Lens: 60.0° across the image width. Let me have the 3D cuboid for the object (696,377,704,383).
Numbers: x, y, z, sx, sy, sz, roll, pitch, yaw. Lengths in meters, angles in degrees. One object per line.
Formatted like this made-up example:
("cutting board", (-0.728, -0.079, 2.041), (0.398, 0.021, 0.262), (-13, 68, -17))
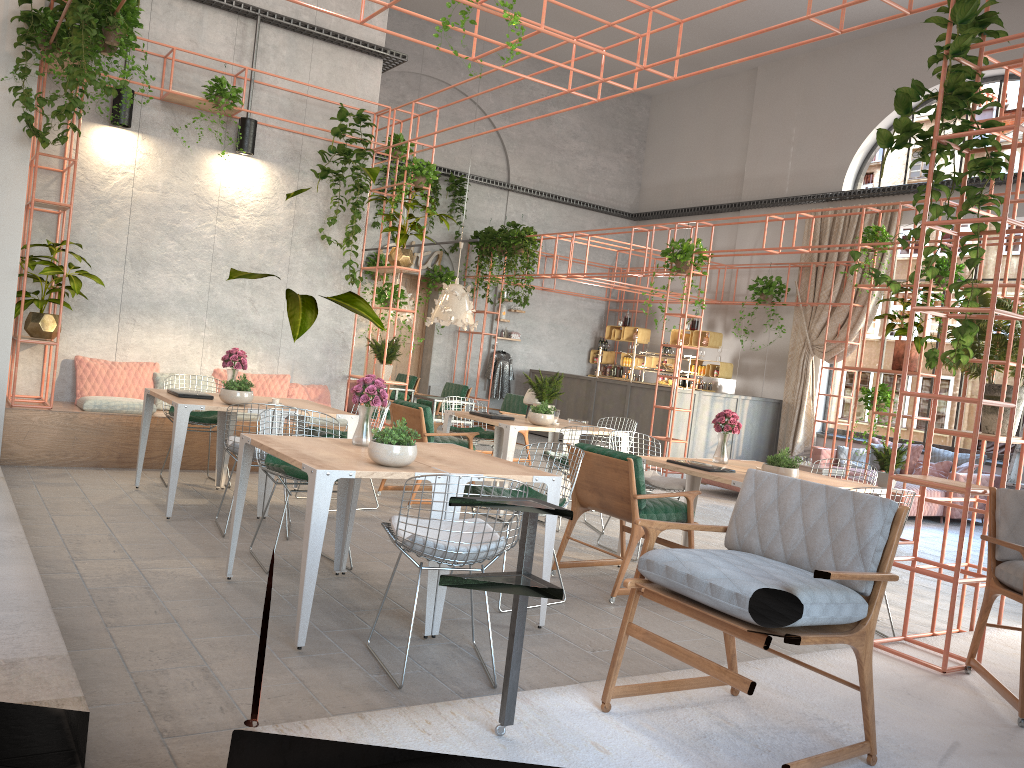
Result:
("object", (3.399, -0.068, 16.031), (0.115, 0.107, 0.115), (7, 2, 23))

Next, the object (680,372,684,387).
("object", (3.132, -0.097, 16.319), (0.066, 0.291, 0.066), (8, 2, 41))

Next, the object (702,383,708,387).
("object", (3.470, 0.046, 16.014), (0.115, 0.107, 0.115), (6, 2, -27))

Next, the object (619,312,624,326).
("object", (2.260, -1.315, 18.131), (0.134, 0.301, 0.134), (5, 3, -45))

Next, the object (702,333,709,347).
("object", (3.515, -0.796, 16.013), (0.137, 0.261, 0.137), (7, 2, 3))

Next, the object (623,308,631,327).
("object", (2.339, -1.342, 17.950), (0.134, 0.386, 0.134), (7, 2, 0))

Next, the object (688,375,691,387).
("object", (3.270, -0.082, 16.420), (0.074, 0.287, 0.072), (7, 2, -1))

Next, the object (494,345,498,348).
("object", (-0.318, -0.741, 17.344), (0.093, 0.121, 0.049), (6, 2, -31))

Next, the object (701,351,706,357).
("object", (3.438, -0.510, 15.943), (0.083, 0.159, 0.083), (7, 2, 11))

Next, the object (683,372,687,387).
("object", (3.203, -0.085, 16.373), (0.065, 0.280, 0.065), (7, 2, 10))

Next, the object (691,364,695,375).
("object", (3.293, -0.263, 16.069), (0.069, 0.191, 0.069), (6, 2, -21))

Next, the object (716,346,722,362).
("object", (3.691, -0.532, 15.790), (0.075, 0.273, 0.075), (5, 3, -45))

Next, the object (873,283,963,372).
("object", (4.253, -0.592, 9.263), (0.923, 0.946, 0.924), (7, 2, 23))

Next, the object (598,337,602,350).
("object", (1.830, -0.842, 18.399), (0.066, 0.291, 0.066), (8, 2, 26))

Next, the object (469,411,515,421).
("object", (-0.196, 0.306, 8.557), (0.268, 0.031, 0.427), (5, 2, -33))

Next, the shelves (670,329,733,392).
("shelves", (3.258, -0.062, 16.310), (0.328, 1.838, 1.750), (5, 2, -33))

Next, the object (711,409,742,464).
("object", (1.610, 0.396, 6.697), (0.213, 0.414, 0.225), (5, 2, -41))

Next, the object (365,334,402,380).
("object", (-1.420, -0.306, 9.867), (0.438, 0.527, 0.368), (5, 2, -33))

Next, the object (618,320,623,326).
("object", (2.189, -1.226, 17.902), (0.088, 0.123, 0.088), (7, 2, 23))

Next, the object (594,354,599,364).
("object", (1.778, -0.524, 18.452), (0.131, 0.207, 0.131), (7, 2, 12))

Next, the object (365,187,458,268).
("object", (-1.119, -1.747, 9.808), (0.934, 0.947, 0.903), (7, 2, 18))

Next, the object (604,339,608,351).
("object", (1.962, -0.829, 18.485), (0.066, 0.291, 0.066), (7, 2, 6))

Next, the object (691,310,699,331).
("object", (3.381, -1.169, 16.347), (0.134, 0.386, 0.134), (5, 3, -45))

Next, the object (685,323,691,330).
("object", (3.231, -1.053, 16.299), (0.088, 0.123, 0.088), (7, 2, 23))

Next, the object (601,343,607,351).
("object", (1.892, -0.760, 18.320), (0.115, 0.147, 0.115), (7, 2, 11))

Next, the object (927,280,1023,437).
("object", (3.054, -0.233, 5.435), (0.894, 1.100, 0.900), (7, 2, -4))

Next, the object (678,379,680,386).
("object", (3.080, -0.083, 16.385), (0.082, 0.246, 0.082), (7, 2, -1))

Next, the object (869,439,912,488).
("object", (3.975, 0.850, 9.345), (0.438, 0.527, 0.368), (5, 2, -33))

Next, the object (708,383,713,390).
("object", (3.576, 0.047, 15.995), (0.073, 0.131, 0.073), (5, 2, -40))

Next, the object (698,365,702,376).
("object", (3.381, -0.248, 15.933), (0.069, 0.191, 0.069), (7, 2, 2))

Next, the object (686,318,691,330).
("object", (3.302, -1.142, 16.528), (0.134, 0.301, 0.134), (5, 3, -45))

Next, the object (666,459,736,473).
("object", (1.327, 0.583, 6.243), (0.268, 0.031, 0.427), (5, 2, -33))

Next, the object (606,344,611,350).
("object", (2.001, -0.750, 18.393), (0.115, 0.147, 0.115), (7, 2, 11))

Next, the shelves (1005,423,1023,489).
("shelves", (6.631, 1.090, 10.945), (0.856, 1.618, 0.842), (5, 2, -33))

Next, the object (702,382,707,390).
("object", (3.460, 0.036, 15.912), (0.073, 0.131, 0.073), (5, 2, -40))

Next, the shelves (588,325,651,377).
("shelves", (2.216, -0.235, 17.913), (0.328, 1.838, 1.750), (5, 2, -33))

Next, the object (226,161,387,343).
("object", (-0.560, -0.240, 2.482), (0.934, 0.923, 0.903), (7, 2, 23))

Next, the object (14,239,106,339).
("object", (-4.173, -0.864, 7.951), (0.934, 0.919, 0.903), (8, 2, 28))

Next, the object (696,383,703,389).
("object", (3.367, 0.036, 15.946), (0.115, 0.107, 0.115), (7, 2, 23))

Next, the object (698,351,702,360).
("object", (3.388, -0.518, 16.019), (0.083, 0.159, 0.083), (7, 2, 11))

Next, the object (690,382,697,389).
("object", (3.296, 0.024, 16.054), (0.115, 0.107, 0.115), (5, 2, -36))

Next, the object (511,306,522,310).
("object", (0.090, -1.506, 17.473), (0.263, 0.101, 0.013), (5, 2, -33))

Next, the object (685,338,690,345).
("object", (3.250, -0.777, 16.298), (0.123, 0.142, 0.141), (5, 2, -33))

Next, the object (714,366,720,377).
("object", (3.634, -0.217, 15.623), (0.131, 0.207, 0.131), (7, 2, 12))

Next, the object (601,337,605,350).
("object", (1.894, -0.836, 18.442), (0.066, 0.291, 0.066), (6, 2, -27))

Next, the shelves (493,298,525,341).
("shelves", (-0.039, -1.255, 17.392), (0.560, 0.790, 0.186), (6, 2, -33))

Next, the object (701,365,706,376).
("object", (3.430, -0.240, 15.857), (0.069, 0.191, 0.069), (6, 2, -16))
